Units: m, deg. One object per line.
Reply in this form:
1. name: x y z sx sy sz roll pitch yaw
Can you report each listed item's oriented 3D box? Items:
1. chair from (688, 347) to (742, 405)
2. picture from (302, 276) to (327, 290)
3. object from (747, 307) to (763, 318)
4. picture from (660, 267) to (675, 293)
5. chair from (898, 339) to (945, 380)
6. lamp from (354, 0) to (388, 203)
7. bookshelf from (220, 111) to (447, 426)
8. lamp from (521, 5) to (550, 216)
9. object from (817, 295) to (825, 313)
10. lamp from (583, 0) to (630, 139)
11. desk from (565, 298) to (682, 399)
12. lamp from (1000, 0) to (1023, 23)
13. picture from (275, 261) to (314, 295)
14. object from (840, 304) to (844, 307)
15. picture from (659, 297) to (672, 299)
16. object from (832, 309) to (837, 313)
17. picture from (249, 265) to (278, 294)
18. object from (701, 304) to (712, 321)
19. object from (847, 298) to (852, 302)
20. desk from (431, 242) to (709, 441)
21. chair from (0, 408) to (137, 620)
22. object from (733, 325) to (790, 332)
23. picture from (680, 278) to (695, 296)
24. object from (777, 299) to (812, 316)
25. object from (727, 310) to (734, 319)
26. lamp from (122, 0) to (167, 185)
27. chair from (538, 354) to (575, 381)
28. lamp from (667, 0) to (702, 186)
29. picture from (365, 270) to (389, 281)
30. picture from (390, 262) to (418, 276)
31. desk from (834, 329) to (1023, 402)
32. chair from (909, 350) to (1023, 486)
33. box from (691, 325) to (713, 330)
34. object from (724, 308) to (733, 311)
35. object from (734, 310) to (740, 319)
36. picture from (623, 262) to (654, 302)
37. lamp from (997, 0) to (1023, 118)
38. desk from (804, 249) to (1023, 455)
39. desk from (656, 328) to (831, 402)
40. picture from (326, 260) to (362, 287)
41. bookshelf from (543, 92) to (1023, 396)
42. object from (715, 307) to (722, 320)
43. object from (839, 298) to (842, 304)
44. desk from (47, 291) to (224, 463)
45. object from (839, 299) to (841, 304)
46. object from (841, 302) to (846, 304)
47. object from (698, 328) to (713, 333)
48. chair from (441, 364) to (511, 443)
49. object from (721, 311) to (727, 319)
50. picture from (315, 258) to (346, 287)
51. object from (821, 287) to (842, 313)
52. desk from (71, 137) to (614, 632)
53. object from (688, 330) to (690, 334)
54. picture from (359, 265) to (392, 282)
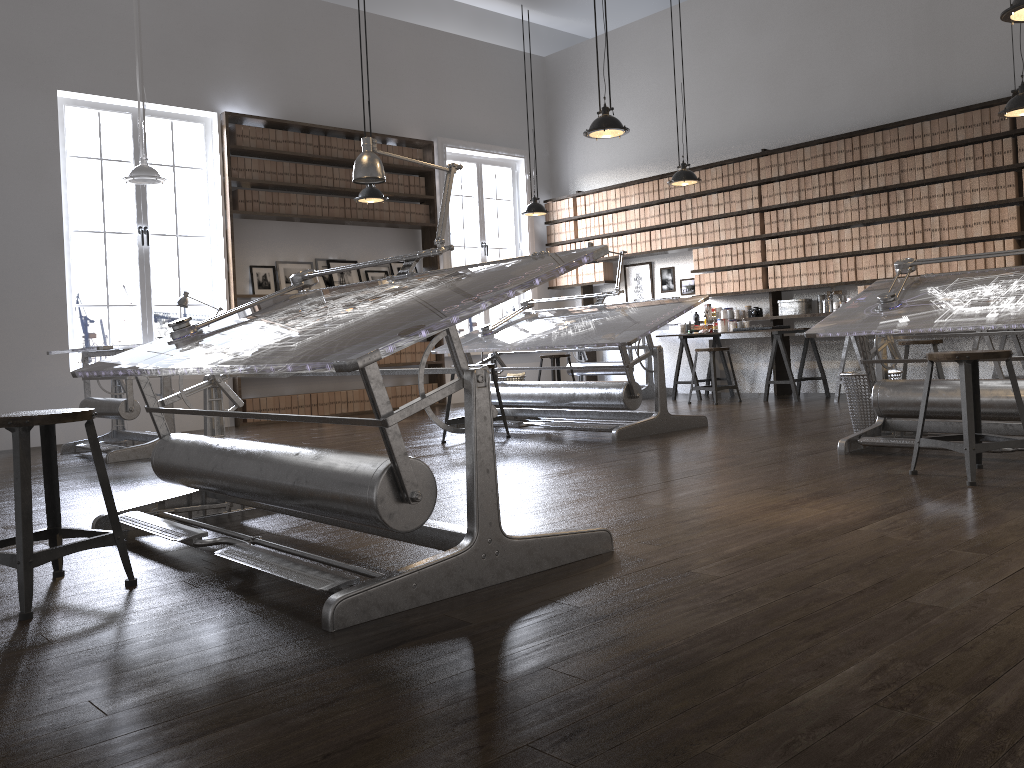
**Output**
1. chair: 1.900 -0.076 8.348 0.359 0.528 0.371 -3 1 -33
2. picture: -2.050 -1.019 9.150 0.300 0.229 0.144 -4 1 -42
3. object: 2.473 -0.732 9.039 0.091 0.109 0.170 -4 2 -42
4. picture: 1.773 -1.184 10.073 0.022 0.284 0.201 -2 0 -42
5. chair: 3.165 -0.073 6.833 0.371 0.528 0.359 -3 1 21
6. lamp: -1.337 -2.792 8.054 0.310 2.253 0.313 -3 0 28
7. bookshelf: -1.852 -0.816 9.379 2.477 3.724 0.412 -3 0 -42
8. lamp: 0.192 -2.930 9.423 0.310 2.253 0.313 -3 0 28
9. object: 3.014 -0.773 8.623 0.078 0.188 0.079 -3 0 27
10. lamp: 0.574 -2.795 5.923 0.313 2.253 0.310 -3 0 -22
11. desk: 1.172 -0.400 9.912 1.072 1.098 1.267 -4 2 -42
12. lamp: 2.312 -2.797 3.986 0.313 2.253 0.310 -3 0 -17
13. picture: -2.214 -1.080 9.108 0.416 0.365 0.083 -4 0 -42
14. object: 3.161 -0.724 8.344 0.181 0.093 0.062 -4 1 -28
15. picture: 1.780 -0.891 10.077 0.023 0.183 0.251 -3 1 -42
16. object: 3.046 -0.606 8.004 0.284 0.161 0.203 -5 2 -42
17. picture: -2.489 -1.031 8.885 0.267 0.315 0.058 -4 0 -42
18. object: 2.076 -0.762 9.441 0.108 0.177 0.106 -3 0 -40
19. object: 3.179 -0.738 8.265 0.094 0.128 0.095 -3 1 -35
20. desk: 0.363 -0.363 6.700 1.078 1.387 2.277 -3 2 -42
21. chair: -1.338 0.345 2.505 0.358 0.528 0.372 -3 1 27
22. object: 2.376 -0.528 8.437 0.312 0.033 0.445 -5 3 -42
23. picture: 1.976 -1.083 9.850 0.023 0.183 0.251 -3 1 -42
24. object: 2.793 -0.756 8.739 0.193 0.152 0.316 -4 2 -42
25. object: 2.279 -0.722 9.242 0.062 0.093 0.063 -3 1 34
26. lamp: -2.832 -2.657 6.703 0.310 2.253 0.313 -3 0 28
27. chair: 0.461 -0.042 9.217 0.359 0.528 0.371 -3 1 -33
28. lamp: 1.495 -2.932 7.977 0.310 2.253 0.313 -3 0 28
29. picture: -1.456 -1.108 9.734 0.290 0.290 0.127 -4 1 -42
30. picture: -1.191 -1.202 9.993 0.343 0.364 0.160 -4 1 -42
31. desk: 3.474 -0.187 7.402 0.656 0.669 1.667 -4 2 -42
32. chair: 1.907 0.129 3.676 0.358 0.528 0.371 -3 1 -13
33. box: 1.988 -0.572 9.204 0.138 0.083 0.211 -4 3 -42
34. object: 2.295 -0.742 9.368 0.094 0.128 0.095 -3 1 -11
35. object: 2.337 -0.724 9.210 0.062 0.094 0.062 -3 1 34
36. picture: 1.489 -1.126 10.376 0.040 0.575 0.414 -2 0 -42
37. lamp: 3.353 -2.934 5.905 0.313 2.253 0.310 -3 0 -17
38. desk: 2.600 -0.366 4.207 1.078 1.387 2.067 -3 2 -42
39. desk: 2.296 -0.186 8.715 0.656 0.669 1.667 -4 2 -42
40. picture: -1.770 -1.130 9.443 0.374 0.391 0.148 -4 1 -42
41. bookshelf: 3.670 -0.770 7.854 0.374 3.207 9.168 -3 1 -42
42. object: 2.201 -0.749 9.413 0.070 0.130 0.070 -3 0 -4
43. object: 3.099 -0.748 8.330 0.041 0.125 0.008 -3 0 37
44. desk: -2.634 -0.107 6.571 1.173 1.189 1.267 -4 1 -42
45. object: 3.093 -0.740 8.330 0.004 0.127 0.028 -2 -1 -43
46. object: 3.144 -0.729 8.388 0.062 0.093 0.063 -3 0 10
47. object: 1.957 -0.538 8.977 0.132 0.050 0.197 -3 2 -13
48. chair: -0.255 0.133 6.075 0.358 0.528 0.372 -3 1 27
49. object: 2.222 -0.722 9.283 0.062 0.094 0.062 -3 1 34
50. picture: -1.899 -1.129 9.399 0.370 0.406 0.091 -4 0 -42
51. object: 3.048 -0.816 8.466 0.181 0.272 0.156 -3 0 32
52. desk: -0.644 -0.151 3.053 1.078 1.387 2.067 -3 2 -42
53. object: 1.858 -0.541 9.214 0.049 0.037 0.049 -1 2 45
54. picture: -1.495 -1.141 9.757 0.434 0.361 0.095 -4 1 -42
